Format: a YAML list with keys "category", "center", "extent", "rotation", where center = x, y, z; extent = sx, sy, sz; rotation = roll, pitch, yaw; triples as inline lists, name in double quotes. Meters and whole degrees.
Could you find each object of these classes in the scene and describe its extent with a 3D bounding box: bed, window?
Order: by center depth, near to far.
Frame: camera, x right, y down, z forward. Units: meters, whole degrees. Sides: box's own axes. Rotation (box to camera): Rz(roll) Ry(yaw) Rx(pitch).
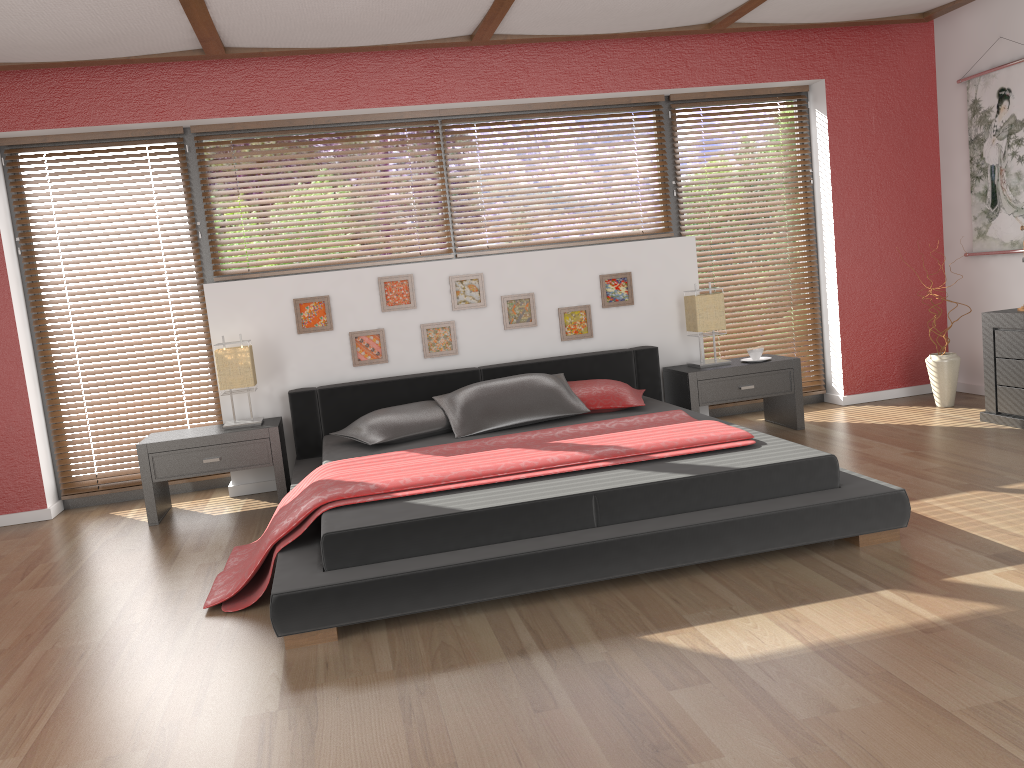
- category: "bed"
  center: [-0.066, 0.306, 4.024]
  extent: [2.469, 0.577, 2.413]
  rotation: [-7, 7, -11]
- category: "window"
  center: [-2.247, -0.425, 5.135]
  extent: [0.889, 1.893, 0.020]
  rotation: [-7, 7, -11]
- category: "window"
  center: [-0.402, -1.205, 5.447]
  extent: [2.817, 0.786, 0.020]
  rotation: [-7, 7, -11]
- category: "window"
  center: [1.550, -0.912, 5.886]
  extent: [0.889, 1.893, 0.020]
  rotation: [-7, 7, -11]

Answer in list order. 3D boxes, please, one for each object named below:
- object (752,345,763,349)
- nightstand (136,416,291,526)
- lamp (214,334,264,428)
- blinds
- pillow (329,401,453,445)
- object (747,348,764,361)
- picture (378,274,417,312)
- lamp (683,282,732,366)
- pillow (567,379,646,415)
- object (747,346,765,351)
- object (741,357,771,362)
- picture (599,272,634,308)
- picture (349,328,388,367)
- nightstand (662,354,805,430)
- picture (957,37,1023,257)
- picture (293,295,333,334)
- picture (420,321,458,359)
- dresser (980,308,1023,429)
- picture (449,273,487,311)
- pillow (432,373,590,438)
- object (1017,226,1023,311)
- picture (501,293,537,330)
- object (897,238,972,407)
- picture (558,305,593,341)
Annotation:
- category: "object"
  center: [1.446, -0.214, 5.266]
  extent: [0.007, 0.007, 0.192]
  rotation: [0, 9, 43]
- category: "nightstand"
  center: [-1.572, 0.454, 4.748]
  extent: [0.700, 0.423, 0.413]
  rotation: [-7, 7, -11]
- category: "lamp"
  center: [-1.473, -0.025, 4.763]
  extent: [0.200, 0.480, 0.200]
  rotation: [-7, 7, -11]
- category: "blinds"
  center: [-0.332, -0.627, 5.448]
  extent: [4.840, 1.952, 0.032]
  rotation: [-7, 7, -11]
- category: "pillow"
  center: [-0.520, 0.195, 4.600]
  extent: [0.745, 0.172, 0.418]
  rotation: [-11, 8, -36]
- category: "object"
  center: [1.447, -0.176, 5.265]
  extent: [0.099, 0.069, 0.099]
  rotation: [-4, 7, 14]
- category: "picture"
  center: [-0.659, -0.523, 5.096]
  extent: [0.200, 0.200, 0.010]
  rotation: [-7, 7, -11]
- category: "lamp"
  center: [1.154, -0.362, 5.283]
  extent: [0.200, 0.480, 0.200]
  rotation: [-7, 7, -11]
- category: "pillow"
  center: [0.356, 0.076, 4.828]
  extent: [0.745, 0.172, 0.418]
  rotation: [-5, 7, 8]
- category: "object"
  center: [1.442, -0.211, 5.243]
  extent: [0.192, 0.007, 0.007]
  rotation: [-12, 9, -41]
- category: "object"
  center: [1.450, -0.144, 5.269]
  extent: [0.179, 0.012, 0.179]
  rotation: [-4, 7, 14]
- category: "picture"
  center: [0.634, -0.568, 5.364]
  extent: [0.200, 0.200, 0.010]
  rotation: [-7, 7, -11]
- category: "picture"
  center: [-0.823, -0.209, 5.093]
  extent: [0.200, 0.200, 0.010]
  rotation: [-7, 7, -11]
- category: "nightstand"
  center: [1.325, 0.083, 5.321]
  extent: [0.700, 0.423, 0.413]
  rotation: [-7, 7, -11]
- category: "picture"
  center: [2.921, -1.410, 5.280]
  extent: [0.028, 1.270, 0.701]
  rotation: [-7, 7, -11]
- category: "picture"
  center: [-1.122, -0.391, 5.012]
  extent: [0.200, 0.200, 0.010]
  rotation: [-7, 7, -11]
- category: "picture"
  center: [-0.423, -0.259, 5.172]
  extent: [0.200, 0.200, 0.010]
  rotation: [-7, 7, -11]
- category: "dresser"
  center: [3.024, -0.044, 4.123]
  extent: [0.540, 0.608, 1.740]
  rotation: [-7, 7, -11]
- category: "picture"
  center: [-0.258, -0.539, 5.179]
  extent: [0.200, 0.200, 0.010]
  rotation: [-7, 7, -11]
- category: "pillow"
  center: [-0.009, 0.088, 4.609]
  extent: [0.744, 0.241, 0.386]
  rotation: [-8, 7, -16]
- category: "object"
  center: [2.843, -0.632, 4.540]
  extent: [0.173, 0.498, 0.490]
  rotation: [-9, 8, -26]
- category: "picture"
  center: [0.043, -0.431, 5.253]
  extent: [0.200, 0.200, 0.010]
  rotation: [-7, 7, -11]
- category: "object"
  center: [2.569, -0.368, 5.416]
  extent: [0.422, 1.035, 0.364]
  rotation: [-11, 8, -36]
- category: "picture"
  center: [0.383, -0.367, 5.331]
  extent: [0.200, 0.200, 0.010]
  rotation: [-7, 7, -11]
